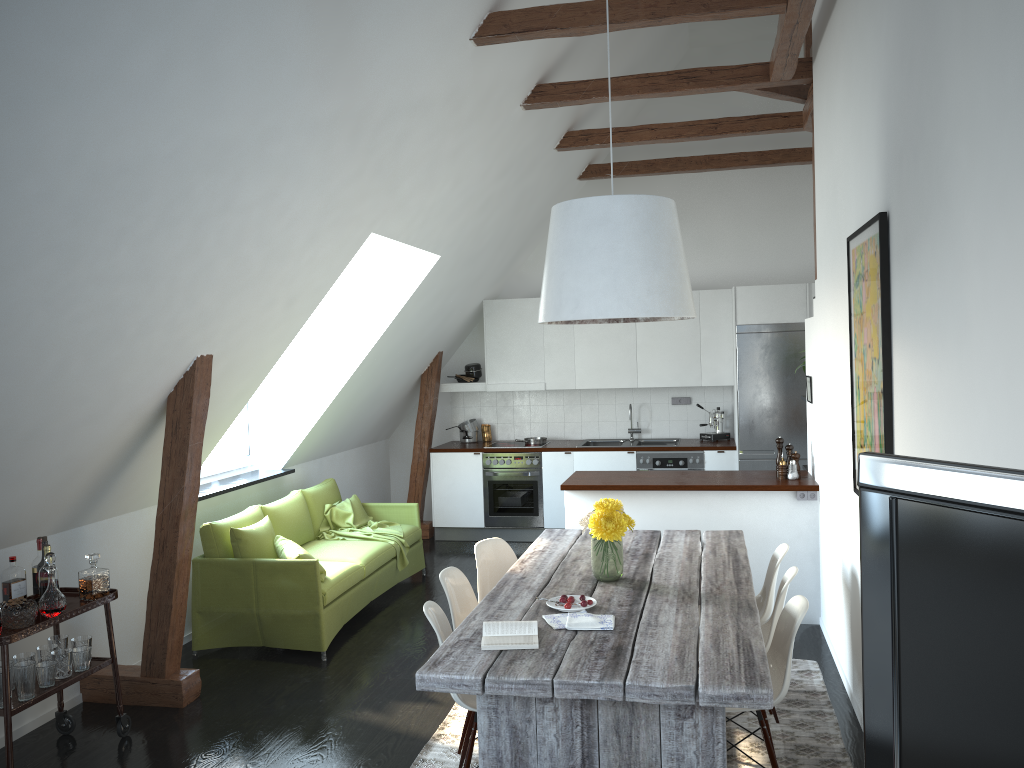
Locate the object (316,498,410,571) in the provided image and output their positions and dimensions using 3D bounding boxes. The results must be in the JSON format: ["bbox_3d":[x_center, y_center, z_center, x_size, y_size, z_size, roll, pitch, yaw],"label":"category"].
[{"bbox_3d":[-1.124,1.184,7.067,0.722,0.493,0.711,-2,2,8],"label":"object"}]

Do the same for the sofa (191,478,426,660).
[{"bbox_3d":[-1.378,1.234,6.476,0.898,0.825,2.093,-1,2,11],"label":"sofa"}]

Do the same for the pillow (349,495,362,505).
[{"bbox_3d":[-1.311,1.071,7.231,0.210,0.275,0.462,-1,2,10],"label":"pillow"}]

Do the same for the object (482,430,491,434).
[{"bbox_3d":[-0.268,0.499,9.216,0.099,0.057,0.101,-1,2,24],"label":"object"}]

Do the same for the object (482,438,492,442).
[{"bbox_3d":[-0.258,0.580,9.216,0.100,0.036,0.100,-2,2,9],"label":"object"}]

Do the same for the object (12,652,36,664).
[{"bbox_3d":[-2.221,1.294,4.041,0.095,0.119,0.095,-3,2,-26],"label":"object"}]

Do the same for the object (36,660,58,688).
[{"bbox_3d":[-2.085,1.302,3.973,0.092,0.099,0.092,-2,2,-10],"label":"object"}]

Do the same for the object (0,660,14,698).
[{"bbox_3d":[-2.199,1.283,3.830,0.087,0.155,0.087,-2,2,-15],"label":"object"}]

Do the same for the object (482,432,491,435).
[{"bbox_3d":[-0.266,0.520,9.217,0.099,0.043,0.100,-2,2,0],"label":"object"}]

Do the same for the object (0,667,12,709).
[{"bbox_3d":[-2.156,1.284,3.742,0.087,0.155,0.087,-2,2,-15],"label":"object"}]

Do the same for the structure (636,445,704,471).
[{"bbox_3d":[1.521,0.973,8.432,0.612,0.725,0.582,-1,2,13],"label":"structure"}]

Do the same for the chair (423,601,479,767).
[{"bbox_3d":[-0.079,1.299,3.653,0.542,0.801,0.465,-2,2,-2],"label":"chair"}]

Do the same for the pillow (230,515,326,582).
[{"bbox_3d":[-1.452,1.067,5.698,0.600,0.387,0.475,-2,2,10],"label":"pillow"}]

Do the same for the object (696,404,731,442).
[{"bbox_3d":[1.931,0.365,8.608,0.353,0.370,0.206,-3,2,-31],"label":"object"}]

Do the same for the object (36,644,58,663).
[{"bbox_3d":[-2.174,1.288,4.153,0.095,0.119,0.095,-3,2,-26],"label":"object"}]

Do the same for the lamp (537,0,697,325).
[{"bbox_3d":[0.442,-1.684,3.890,0.757,2.813,0.697,-3,2,-28],"label":"lamp"}]

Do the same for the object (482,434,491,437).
[{"bbox_3d":[-0.263,0.541,9.216,0.099,0.051,0.099,-2,2,-2],"label":"object"}]

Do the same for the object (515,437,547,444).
[{"bbox_3d":[0.179,0.563,8.869,0.351,0.061,0.232,-2,2,-14],"label":"object"}]

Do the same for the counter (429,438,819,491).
[{"bbox_3d":[0.660,0.646,7.548,3.365,0.038,3.085,-1,2,13],"label":"counter"}]

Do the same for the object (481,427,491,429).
[{"bbox_3d":[-0.271,0.464,9.211,0.100,0.036,0.100,0,3,41],"label":"object"}]

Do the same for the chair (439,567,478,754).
[{"bbox_3d":[-0.055,1.280,4.180,0.542,0.801,0.465,-1,2,13],"label":"chair"}]

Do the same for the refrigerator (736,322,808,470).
[{"bbox_3d":[2.347,0.394,7.958,0.609,1.868,0.031,-1,2,13],"label":"refrigerator"}]

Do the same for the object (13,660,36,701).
[{"bbox_3d":[-2.095,1.280,3.820,0.087,0.155,0.087,-2,2,-15],"label":"object"}]

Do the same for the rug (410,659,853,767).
[{"bbox_3d":[0.528,1.661,3.971,1.898,0.022,2.677,-1,2,12],"label":"rug"}]

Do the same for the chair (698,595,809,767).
[{"bbox_3d":[0.927,1.268,3.599,0.542,0.801,0.465,-2,2,8],"label":"chair"}]

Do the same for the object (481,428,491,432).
[{"bbox_3d":[-0.270,0.481,9.212,0.100,0.036,0.100,-3,2,-21],"label":"object"}]

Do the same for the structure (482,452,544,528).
[{"bbox_3d":[0.080,1.010,8.839,0.583,0.725,0.749,-1,2,13],"label":"structure"}]

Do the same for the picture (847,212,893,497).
[{"bbox_3d":[1.499,-0.071,3.731,0.036,1.181,0.808,-1,2,13],"label":"picture"}]

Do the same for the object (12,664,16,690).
[{"bbox_3d":[-2.243,1.308,3.936,0.092,0.099,0.092,-2,2,-10],"label":"object"}]

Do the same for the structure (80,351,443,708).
[{"bbox_3d":[-2.471,0.830,3.042,1.023,1.963,12.350,-1,2,13],"label":"structure"}]

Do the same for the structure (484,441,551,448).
[{"bbox_3d":[0.060,0.620,8.813,0.574,0.041,0.504,-1,2,13],"label":"structure"}]

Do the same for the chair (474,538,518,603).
[{"bbox_3d":[0.073,1.257,4.743,0.542,0.801,0.465,0,2,38],"label":"chair"}]

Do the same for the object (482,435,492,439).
[{"bbox_3d":[-0.261,0.558,9.215,0.100,0.048,0.099,-1,2,31],"label":"object"}]

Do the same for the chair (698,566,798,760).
[{"bbox_3d":[1.054,1.246,4.120,0.542,0.801,0.465,-1,2,18],"label":"chair"}]

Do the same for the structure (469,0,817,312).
[{"bbox_3d":[2.030,-2.015,0.214,10.230,3.562,15.910,-1,2,18],"label":"structure"}]

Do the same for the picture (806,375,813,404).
[{"bbox_3d":[2.030,0.036,6.048,0.023,0.182,0.250,-1,2,13],"label":"picture"}]

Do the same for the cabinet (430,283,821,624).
[{"bbox_3d":[1.076,0.355,7.469,4.208,2.369,3.033,-1,2,13],"label":"cabinet"}]

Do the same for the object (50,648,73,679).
[{"bbox_3d":[-2.068,1.287,4.079,0.095,0.119,0.095,-3,2,-26],"label":"object"}]

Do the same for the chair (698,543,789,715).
[{"bbox_3d":[1.157,1.227,4.581,0.542,0.801,0.465,-1,2,13],"label":"chair"}]
